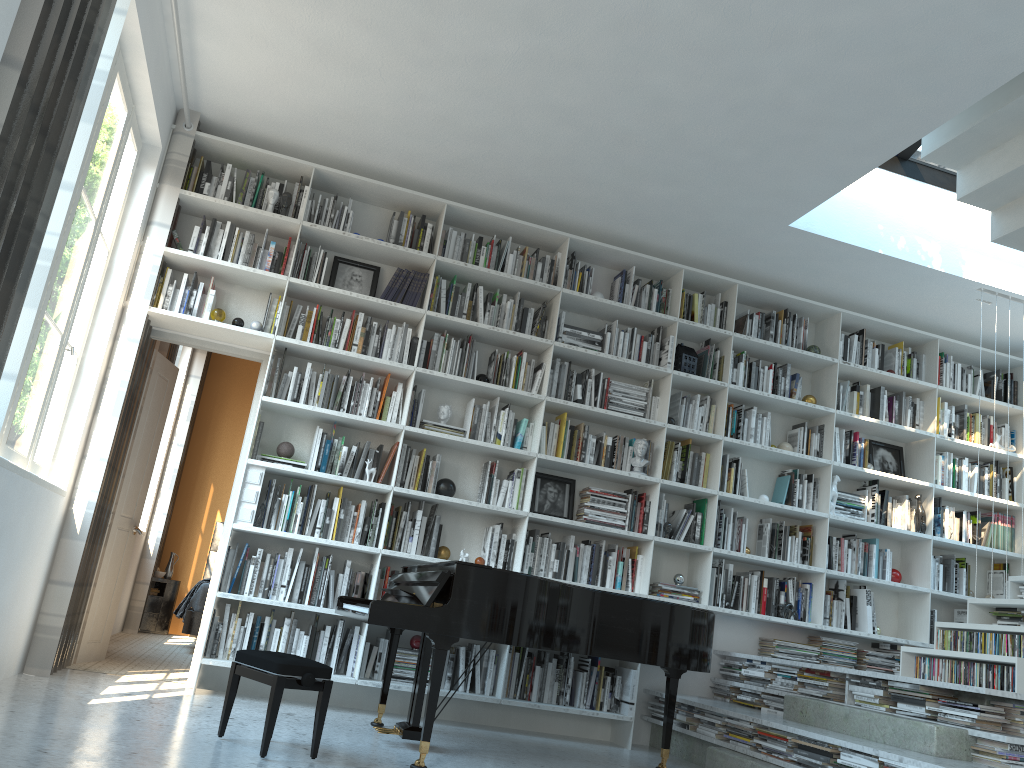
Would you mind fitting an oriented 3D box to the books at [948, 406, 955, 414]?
[{"bbox_3d":[3.213,0.303,6.577,0.023,0.263,0.158,13,-15,-14],"label":"books"}]

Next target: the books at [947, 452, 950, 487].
[{"bbox_3d":[3.174,0.662,6.572,0.022,0.296,0.162,13,-15,-14],"label":"books"}]

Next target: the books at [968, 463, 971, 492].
[{"bbox_3d":[3.357,0.726,6.620,0.012,0.253,0.161,13,-15,-14],"label":"books"}]

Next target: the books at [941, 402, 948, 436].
[{"bbox_3d":[3.127,0.278,6.535,0.026,0.262,0.189,13,-15,-14],"label":"books"}]

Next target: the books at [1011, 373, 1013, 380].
[{"bbox_3d":[3.847,0.081,6.911,0.014,0.318,0.144,13,-15,-14],"label":"books"}]

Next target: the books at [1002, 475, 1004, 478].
[{"bbox_3d":[3.664,0.811,6.710,0.024,0.229,0.131,13,-15,-14],"label":"books"}]

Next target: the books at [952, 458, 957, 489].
[{"bbox_3d":[3.227,0.689,6.571,0.013,0.259,0.158,13,-15,-14],"label":"books"}]

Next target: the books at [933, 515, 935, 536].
[{"bbox_3d":[3.011,1.021,6.458,0.066,0.236,0.144,13,-15,-14],"label":"books"}]

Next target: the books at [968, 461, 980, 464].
[{"bbox_3d":[3.449,0.730,6.653,0.024,0.291,0.132,13,-15,-14],"label":"books"}]

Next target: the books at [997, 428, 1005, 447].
[{"bbox_3d":[3.672,0.451,6.759,0.023,0.213,0.181,13,-15,-14],"label":"books"}]

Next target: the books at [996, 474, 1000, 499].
[{"bbox_3d":[3.575,0.791,6.650,0.025,0.211,0.189,13,-15,-14],"label":"books"}]

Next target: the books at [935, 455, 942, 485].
[{"bbox_3d":[3.080,0.658,6.520,0.023,0.247,0.182,13,-15,-14],"label":"books"}]

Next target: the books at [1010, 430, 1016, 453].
[{"bbox_3d":[3.777,0.471,6.777,0.011,0.216,0.170,13,-15,-14],"label":"books"}]

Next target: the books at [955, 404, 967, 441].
[{"bbox_3d":[3.320,0.309,6.601,0.022,0.295,0.152,13,-15,-14],"label":"books"}]

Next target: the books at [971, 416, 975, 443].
[{"bbox_3d":[3.376,0.359,6.608,0.013,0.221,0.175,13,-15,-14],"label":"books"}]

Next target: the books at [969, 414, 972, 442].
[{"bbox_3d":[3.362,0.351,6.616,0.012,0.237,0.166,13,-15,-14],"label":"books"}]

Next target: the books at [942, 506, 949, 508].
[{"bbox_3d":[3.117,1.027,6.471,0.022,0.264,0.157,13,-15,-14],"label":"books"}]

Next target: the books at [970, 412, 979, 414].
[{"bbox_3d":[3.474,0.367,6.720,0.010,0.294,0.165,13,-15,-14],"label":"books"}]

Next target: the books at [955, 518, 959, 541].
[{"bbox_3d":[3.189,1.077,6.469,0.023,0.188,0.170,13,-15,-14],"label":"books"}]

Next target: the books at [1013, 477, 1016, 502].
[{"bbox_3d":[3.728,0.824,6.696,0.021,0.218,0.184,13,-15,-14],"label":"books"}]

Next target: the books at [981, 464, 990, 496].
[{"bbox_3d":[3.521,0.745,6.651,0.012,0.282,0.152,13,-15,-14],"label":"books"}]

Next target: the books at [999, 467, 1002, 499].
[{"bbox_3d":[3.629,0.772,6.688,0.013,0.282,0.149,13,-15,-14],"label":"books"}]

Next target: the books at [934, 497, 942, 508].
[{"bbox_3d":[3.078,0.992,6.475,0.012,0.321,0.142,13,-15,-14],"label":"books"}]

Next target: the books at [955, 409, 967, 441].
[{"bbox_3d":[3.297,0.324,6.586,0.023,0.253,0.190,13,-15,-14],"label":"books"}]

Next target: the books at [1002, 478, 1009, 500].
[{"bbox_3d":[3.647,0.815,6.667,0.029,0.194,0.192,13,-15,-14],"label":"books"}]

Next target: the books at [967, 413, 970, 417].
[{"bbox_3d":[3.347,0.345,6.612,0.022,0.241,0.145,13,-15,-14],"label":"books"}]

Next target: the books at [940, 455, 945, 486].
[{"bbox_3d":[3.112,0.664,6.540,0.026,0.255,0.173,13,-15,-14],"label":"books"}]

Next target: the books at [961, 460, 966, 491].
[{"bbox_3d":[3.292,0.701,6.585,0.022,0.262,0.173,13,-15,-14],"label":"books"}]

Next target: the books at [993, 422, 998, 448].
[{"bbox_3d":[3.631,0.423,6.755,0.070,0.253,0.154,13,-15,-14],"label":"books"}]

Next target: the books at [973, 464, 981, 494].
[{"bbox_3d":[3.420,0.734,6.622,0.023,0.257,0.184,13,-15,-14],"label":"books"}]

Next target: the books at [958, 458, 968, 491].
[{"bbox_3d":[3.317,0.698,6.598,0.030,0.283,0.166,13,-15,-14],"label":"books"}]

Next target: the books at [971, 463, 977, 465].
[{"bbox_3d":[3.430,0.736,6.651,0.010,0.273,0.130,13,-15,-14],"label":"books"}]

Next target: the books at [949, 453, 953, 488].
[{"bbox_3d":[3.193,0.665,6.565,0.012,0.292,0.166,13,-15,-14],"label":"books"}]

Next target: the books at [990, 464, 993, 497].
[{"bbox_3d":[3.534,0.750,6.650,0.013,0.276,0.188,13,-15,-14],"label":"books"}]

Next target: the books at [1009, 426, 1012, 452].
[{"bbox_3d":[3.751,0.455,6.792,0.040,0.246,0.160,13,-15,-14],"label":"books"}]

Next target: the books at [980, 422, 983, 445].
[{"bbox_3d":[3.482,0.406,6.700,0.013,0.212,0.187,13,-15,-14],"label":"books"}]

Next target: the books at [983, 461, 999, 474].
[{"bbox_3d":[3.618,0.749,6.698,0.013,0.329,0.140,13,-15,-14],"label":"books"}]

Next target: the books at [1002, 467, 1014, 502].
[{"bbox_3d":[3.705,0.782,6.696,0.042,0.291,0.186,13,-15,-14],"label":"books"}]

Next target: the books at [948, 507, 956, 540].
[{"bbox_3d":[3.157,1.034,6.469,0.056,0.261,0.177,13,-15,-14],"label":"books"}]

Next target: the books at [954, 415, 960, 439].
[{"bbox_3d":[3.266,0.343,6.593,0.025,0.211,0.135,13,-15,-14],"label":"books"}]

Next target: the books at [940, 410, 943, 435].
[{"bbox_3d":[3.096,0.302,6.529,0.024,0.204,0.166,13,-15,-14],"label":"books"}]

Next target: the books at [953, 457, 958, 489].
[{"bbox_3d":[3.244,0.690,6.585,0.025,0.270,0.153,13,-15,-14],"label":"books"}]

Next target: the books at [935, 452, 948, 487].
[{"bbox_3d":[3.137,0.652,6.536,0.014,0.285,0.186,13,-15,-14],"label":"books"}]

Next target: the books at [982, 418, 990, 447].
[{"bbox_3d":[3.557,0.400,6.730,0.022,0.260,0.161,13,-15,-14],"label":"books"}]

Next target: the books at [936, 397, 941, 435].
[{"bbox_3d":[3.087,0.256,6.536,0.010,0.293,0.183,13,-15,-14],"label":"books"}]

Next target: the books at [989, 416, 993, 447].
[{"bbox_3d":[3.588,0.398,6.751,0.023,0.286,0.163,13,-15,-14],"label":"books"}]

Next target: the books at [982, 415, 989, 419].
[{"bbox_3d":[3.569,0.393,6.758,0.011,0.293,0.151,13,-15,-14],"label":"books"}]

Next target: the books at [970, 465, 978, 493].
[{"bbox_3d":[3.389,0.732,6.607,0.045,0.244,0.177,13,-15,-14],"label":"books"}]

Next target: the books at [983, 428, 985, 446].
[{"bbox_3d":[3.519,0.436,6.731,0.034,0.182,0.157,13,-15,-14],"label":"books"}]

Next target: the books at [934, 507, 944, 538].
[{"bbox_3d":[3.061,1.022,6.444,0.022,0.242,0.171,13,-15,-14],"label":"books"}]

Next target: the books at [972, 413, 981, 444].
[{"bbox_3d":[3.397,0.360,6.638,0.042,0.241,0.248,13,-15,-14],"label":"books"}]

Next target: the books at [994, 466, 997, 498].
[{"bbox_3d":[3.553,0.758,6.652,0.028,0.267,0.173,13,-15,-14],"label":"books"}]

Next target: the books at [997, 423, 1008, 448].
[{"bbox_3d":[3.719,0.442,6.785,0.029,0.257,0.163,13,-15,-14],"label":"books"}]

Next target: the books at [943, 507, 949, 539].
[{"bbox_3d":[3.096,1.028,6.452,0.026,0.245,0.181,13,-15,-14],"label":"books"}]

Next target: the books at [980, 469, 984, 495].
[{"bbox_3d":[3.469,0.761,6.653,0.028,0.236,0.146,13,-15,-14],"label":"books"}]

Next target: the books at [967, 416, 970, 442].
[{"bbox_3d":[3.329,0.357,6.598,0.014,0.205,0.184,13,-15,-14],"label":"books"}]

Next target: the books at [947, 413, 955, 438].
[{"bbox_3d":[3.190,0.329,6.549,0.024,0.193,0.190,13,-15,-14],"label":"books"}]

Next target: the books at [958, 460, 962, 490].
[{"bbox_3d":[3.269,0.699,6.581,0.024,0.258,0.156,13,-15,-14],"label":"books"}]

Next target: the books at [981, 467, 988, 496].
[{"bbox_3d":[3.499,0.758,6.651,0.025,0.252,0.160,13,-15,-14],"label":"books"}]

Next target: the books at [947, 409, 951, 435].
[{"bbox_3d":[3.156,0.308,6.549,0.049,0.223,0.162,13,-15,-14],"label":"books"}]
